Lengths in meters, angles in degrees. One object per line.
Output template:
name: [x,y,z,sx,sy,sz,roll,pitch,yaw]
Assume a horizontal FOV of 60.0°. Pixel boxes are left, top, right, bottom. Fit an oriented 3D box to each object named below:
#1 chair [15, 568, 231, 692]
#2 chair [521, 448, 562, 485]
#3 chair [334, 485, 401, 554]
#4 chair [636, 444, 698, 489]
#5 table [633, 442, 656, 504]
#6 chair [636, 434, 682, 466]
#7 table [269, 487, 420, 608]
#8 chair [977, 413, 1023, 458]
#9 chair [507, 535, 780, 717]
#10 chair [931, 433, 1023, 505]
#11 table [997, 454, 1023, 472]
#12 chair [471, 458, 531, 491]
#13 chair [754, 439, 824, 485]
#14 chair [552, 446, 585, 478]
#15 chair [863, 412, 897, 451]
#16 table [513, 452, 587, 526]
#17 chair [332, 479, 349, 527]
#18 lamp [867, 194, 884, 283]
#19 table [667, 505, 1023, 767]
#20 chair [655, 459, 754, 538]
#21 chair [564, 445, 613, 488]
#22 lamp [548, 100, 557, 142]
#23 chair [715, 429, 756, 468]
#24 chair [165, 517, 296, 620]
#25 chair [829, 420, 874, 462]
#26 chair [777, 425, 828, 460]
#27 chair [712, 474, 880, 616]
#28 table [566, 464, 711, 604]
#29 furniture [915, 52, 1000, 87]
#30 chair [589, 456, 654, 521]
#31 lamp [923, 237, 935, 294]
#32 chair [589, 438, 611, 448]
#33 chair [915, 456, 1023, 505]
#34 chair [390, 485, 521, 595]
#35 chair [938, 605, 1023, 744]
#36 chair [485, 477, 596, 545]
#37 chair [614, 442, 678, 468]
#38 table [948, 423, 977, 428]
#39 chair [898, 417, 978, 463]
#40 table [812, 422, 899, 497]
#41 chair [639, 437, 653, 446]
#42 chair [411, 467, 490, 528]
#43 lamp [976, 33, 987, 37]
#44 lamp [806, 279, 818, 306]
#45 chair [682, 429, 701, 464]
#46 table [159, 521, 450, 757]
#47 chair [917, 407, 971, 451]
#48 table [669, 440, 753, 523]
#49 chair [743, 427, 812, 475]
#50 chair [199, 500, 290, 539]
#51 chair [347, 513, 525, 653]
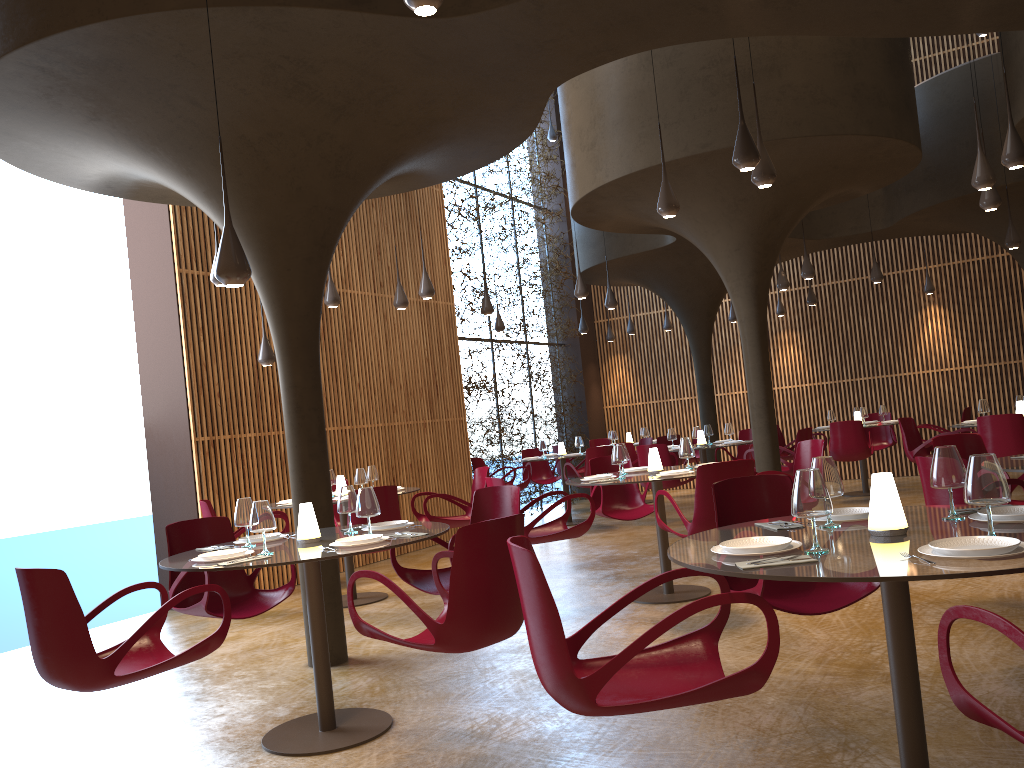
chair: [-1.950,1.152,4.402,0.626,0.635,0.872,-8,-3,38]
chair: [0.505,1.461,15.765,0.624,0.635,0.874,-5,-2,-15]
chair: [-1.399,1.299,8.515,0.624,0.635,0.874,-5,-2,-25]
chair: [2.097,1.116,12.154,0.626,0.635,0.872,-7,-3,35]
table: [2.326,1.727,17.040,1.671,1.129,1.675,-5,-2,-18]
chair: [2.659,1.242,15.873,0.624,0.635,0.874,-5,-2,-20]
table: [-1.778,1.784,9.586,1.671,1.129,1.674,-5,-2,-14]
chair: [5.647,0.645,10.126,0.626,0.635,0.872,-7,-3,35]
chair: [0.447,0.845,3.243,0.872,0.635,0.625,-6,-2,-2]
chair: [3.580,0.683,6.560,0.624,0.635,0.874,-5,-2,-15]
table: [3.838,0.989,5.374,1.671,1.129,1.674,-6,-2,-9]
chair: [-0.214,1.467,14.385,0.872,0.635,0.626,-5,-2,-25]
chair: [2.527,0.882,8.345,0.872,0.635,0.626,-5,-2,-12]
chair: [1.211,1.430,16.625,0.872,0.635,0.626,-5,-2,-25]
chair: [6.403,0.838,15.593,0.626,0.635,0.872,-7,-3,30]
table: [0.901,1.764,14.800,1.671,1.129,1.675,-5,-2,-18]
chair: [-2.137,1.487,10.748,0.624,0.635,0.874,-5,-2,-20]
lamp: [5.308,-4.681,13.737,0.195,6.273,0.196,-5,-2,-45]
table: [1.495,1.134,3.369,1.672,1.129,1.674,-6,-2,-1]
chair: [1.556,0.914,6.965,0.624,0.635,0.874,-6,-2,-12]
chair: [1.234,1.279,13.633,0.624,0.635,0.874,-5,-2,-20]
lamp: [0.709,-6.028,17.984,0.195,2.223,0.196,-5,-2,-35]
chair: [3.653,1.041,13.918,0.626,0.635,0.872,-8,-3,40]
chair: [-1.941,1.228,5.959,0.624,0.635,0.874,-4,-3,-42]
chair: [5.174,0.866,13.585,0.626,0.635,0.872,-7,-2,25]
chair: [4.844,0.976,15.105,0.874,0.635,0.624,-8,-3,35]
chair: [1.403,0.811,4.574,0.625,0.635,0.873,-6,-2,-7]
table: [1.386,1.384,8.173,1.671,1.129,1.674,-6,-2,-7]
furniture: [6.241,-3.766,12.626,0.899,1.046,2.535,-5,-3,-19]
chair: [1.124,1.069,9.178,0.625,0.635,0.873,-6,-2,-7]
lamp: [7.303,-4.763,16.252,0.195,6.273,0.196,-5,-2,-45]
chair: [1.930,1.424,18.005,0.624,0.635,0.874,-5,-2,-15]
chair: [2.818,0.690,5.108,0.872,0.635,0.626,-6,-2,-10]
chair: [-0.314,1.066,6.092,0.626,0.635,0.872,-8,-3,43]
chair: [1.620,0.672,2.230,0.624,0.635,0.874,-6,-2,-12]
chair: [0.224,1.100,7.909,0.872,0.635,0.626,-5,-2,-17]
chair: [2.034,1.200,13.709,0.624,0.635,0.874,-4,-3,-45]
table: [6.409,1.002,11.024,1.670,1.129,1.675,-4,-3,-41]
chair: [5.585,0.729,11.681,0.624,0.635,0.874,-4,-3,-45]
table: [5.769,1.246,14.595,1.675,1.129,1.671,-8,-3,39]
chair: [2.009,1.273,15.133,0.872,0.635,0.626,-5,-2,-20]
chair: [-0.647,1.293,9.972,0.872,0.635,0.626,-5,-2,-20]
lamp: [7.744,-6.918,14.818,0.196,2.223,0.196,-6,-1,5]
lamp: [5.118,-4.542,16.131,0.195,6.273,0.196,-5,-2,-45]
chair: [3.434,1.236,17.373,0.872,0.635,0.626,-5,-2,-20]
table: [-1.147,1.503,5.266,1.670,1.129,1.675,-4,-3,-38]
chair: [6.767,0.718,13.946,0.874,0.635,0.624,-7,-2,30]
table: [2.858,1.473,13.052,1.670,1.129,1.675,-4,-3,-41]
chair: [3.727,0.950,12.231,0.874,0.635,0.624,-8,-3,40]
chair: [-2.770,1.478,9.235,0.872,0.635,0.626,-5,-2,-15]
chair: [-0.318,0.982,4.404,0.874,0.635,0.624,-8,-3,43]
